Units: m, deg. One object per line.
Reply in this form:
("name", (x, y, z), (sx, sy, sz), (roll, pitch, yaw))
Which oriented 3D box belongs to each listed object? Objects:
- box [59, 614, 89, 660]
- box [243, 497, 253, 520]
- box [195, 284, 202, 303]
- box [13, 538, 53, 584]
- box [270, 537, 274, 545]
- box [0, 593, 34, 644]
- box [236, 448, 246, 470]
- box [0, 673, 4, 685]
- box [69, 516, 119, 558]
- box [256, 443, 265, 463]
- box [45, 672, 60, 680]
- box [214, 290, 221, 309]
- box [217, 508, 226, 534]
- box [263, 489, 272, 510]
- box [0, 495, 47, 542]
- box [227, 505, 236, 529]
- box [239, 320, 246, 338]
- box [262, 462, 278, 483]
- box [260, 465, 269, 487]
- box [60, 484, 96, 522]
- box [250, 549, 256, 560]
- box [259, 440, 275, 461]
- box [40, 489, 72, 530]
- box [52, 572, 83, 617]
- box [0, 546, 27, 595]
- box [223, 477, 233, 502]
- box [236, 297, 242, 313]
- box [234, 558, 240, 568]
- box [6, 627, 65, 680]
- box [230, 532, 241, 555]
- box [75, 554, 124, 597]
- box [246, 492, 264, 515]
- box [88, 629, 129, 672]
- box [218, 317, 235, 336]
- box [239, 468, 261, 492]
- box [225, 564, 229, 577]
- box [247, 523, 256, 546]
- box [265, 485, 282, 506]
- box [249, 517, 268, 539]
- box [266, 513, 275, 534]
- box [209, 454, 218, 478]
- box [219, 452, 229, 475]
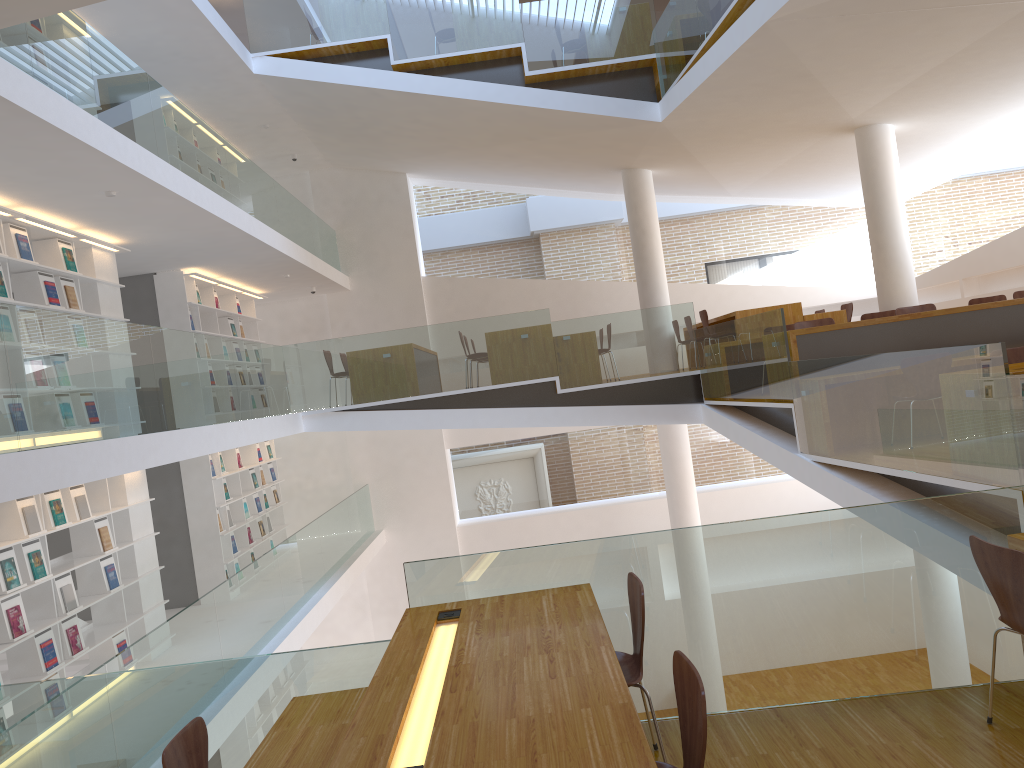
("box", (-3.472, 1.948, 6.835), (0.274, 0.296, 0.245), (-8, 0, 0))
("box", (-3.559, 1.622, 11.526), (0.274, 0.296, 0.245), (-8, 0, 0))
("box", (-3.939, -1.068, 10.823), (0.274, 0.296, 0.245), (-8, 0, 0))
("box", (-3.564, 1.297, 6.464), (0.274, 0.296, 0.245), (-8, 0, 0))
("box", (-3.463, 2.272, 12.426), (0.274, 0.296, 0.245), (-8, 0, 0))
("box", (-3.521, 1.616, 6.124), (0.274, 0.296, 0.245), (-8, 0, 0))
("box", (-3.648, 0.970, 11.503), (0.274, 0.296, 0.245), (-8, 0, 0))
("box", (-3.476, 1.950, 5.757), (0.274, 0.296, 0.245), (-8, 0, 0))
("box", (-3.560, 1.296, 7.551), (0.274, 0.296, 0.245), (-8, 0, 0))
("box", (-3.646, 0.971, 12.425), (0.274, 0.296, 0.245), (-8, 0, 0))
("box", (-3.428, 2.274, 6.461), (0.274, 0.296, 0.245), (-8, 0, 0))
("box", (-3.934, -1.071, 11.501), (0.274, 0.296, 0.245), (-8, 0, 0))
("box", (-3.563, 1.624, 10.451), (0.274, 0.296, 0.245), (-8, 0, 0))
("box", (-3.555, 1.621, 12.416), (0.274, 0.296, 0.245), (-8, 0, 0))
("box", (-3.610, 0.972, 6.471), (0.274, 0.296, 0.245), (-8, 0, 0))
("box", (-3.562, 1.623, 10.827), (0.274, 0.296, 0.245), (-8, 0, 0))
("box", (-3.886, -0.746, 12.423), (0.274, 0.296, 0.245), (-8, 0, 0))
("box", (-3.598, 1.294, 12.951), (0.274, 0.296, 0.245), (-8, 0, 0))
("box", (-3.600, 1.295, 12.425), (0.274, 0.296, 0.245), (-8, 0, 0))
("box", (-3.374, 2.703, 3.792), (0.498, 3.764, 7.125), (-8, 0, 0))
("box", (-3.467, 2.274, 11.512), (0.274, 0.296, 0.245), (-8, 0, 0))
("box", (-3.644, 0.969, 12.950), (0.274, 0.296, 0.245), (-8, 0, 0))
("box", (-3.608, 0.971, 6.844), (0.274, 0.296, 0.245), (-8, 0, 0))
("box", (-3.517, 1.622, 6.829), (0.274, 0.296, 0.245), (-8, 0, 0))
("box", (-3.567, 1.291, 6.118), (0.274, 0.296, 0.245), (-8, 0, 0))
("box", (-3.608, 1.293, 10.849), (0.274, 0.296, 0.245), (-8, 0, 0))
("box", (-3.932, -1.070, 12.423), (0.274, 0.296, 0.245), (-8, 0, 0))
("box", (-3.470, 2.275, 10.878), (0.274, 0.296, 0.245), (-8, 0, 0))
("box", (-3.473, 1.949, 6.460), (0.274, 0.296, 0.245), (-8, 0, 0))
("box", (-3.516, 1.949, 10.866), (0.274, 0.296, 0.245), (-8, 0, 0))
("box", (-3.514, 1.621, 7.553), (0.274, 0.296, 0.245), (-8, 0, 0))
("box", (-3.556, 1.621, 12.064), (0.274, 0.296, 0.245), (-8, 0, 0))
("box", (-3.423, 2.272, 7.578), (0.274, 0.296, 0.245), (-8, 0, 0))
("box", (-3.888, -0.744, 12.061), (0.274, 0.296, 0.245), (-8, 0, 0))
("box", (-3.602, 1.297, 12.063), (0.274, 0.296, 0.245), (-8, 0, 0))
("box", (-3.472, 2.277, 10.450), (0.274, 0.296, 0.245), (-8, 0, 0))
("box", (-3.513, 1.948, 11.512), (0.274, 0.296, 0.245), (-8, 0, 0))
("box", (-3.552, 1.619, 12.964), (0.274, 0.296, 0.245), (-8, 0, 0))
("box", (-3.511, 1.947, 12.077), (0.274, 0.296, 0.245), (-8, 0, 0))
("box", (-3.509, 1.946, 12.435), (0.274, 0.296, 0.245), (-8, 0, 0))
("box", (-3.654, 0.976, 10.452), (0.274, 0.296, 0.245), (-8, 0, 0))
("box", (-3.653, 0.973, 10.825), (0.274, 0.296, 0.245), (-8, 0, 0))
